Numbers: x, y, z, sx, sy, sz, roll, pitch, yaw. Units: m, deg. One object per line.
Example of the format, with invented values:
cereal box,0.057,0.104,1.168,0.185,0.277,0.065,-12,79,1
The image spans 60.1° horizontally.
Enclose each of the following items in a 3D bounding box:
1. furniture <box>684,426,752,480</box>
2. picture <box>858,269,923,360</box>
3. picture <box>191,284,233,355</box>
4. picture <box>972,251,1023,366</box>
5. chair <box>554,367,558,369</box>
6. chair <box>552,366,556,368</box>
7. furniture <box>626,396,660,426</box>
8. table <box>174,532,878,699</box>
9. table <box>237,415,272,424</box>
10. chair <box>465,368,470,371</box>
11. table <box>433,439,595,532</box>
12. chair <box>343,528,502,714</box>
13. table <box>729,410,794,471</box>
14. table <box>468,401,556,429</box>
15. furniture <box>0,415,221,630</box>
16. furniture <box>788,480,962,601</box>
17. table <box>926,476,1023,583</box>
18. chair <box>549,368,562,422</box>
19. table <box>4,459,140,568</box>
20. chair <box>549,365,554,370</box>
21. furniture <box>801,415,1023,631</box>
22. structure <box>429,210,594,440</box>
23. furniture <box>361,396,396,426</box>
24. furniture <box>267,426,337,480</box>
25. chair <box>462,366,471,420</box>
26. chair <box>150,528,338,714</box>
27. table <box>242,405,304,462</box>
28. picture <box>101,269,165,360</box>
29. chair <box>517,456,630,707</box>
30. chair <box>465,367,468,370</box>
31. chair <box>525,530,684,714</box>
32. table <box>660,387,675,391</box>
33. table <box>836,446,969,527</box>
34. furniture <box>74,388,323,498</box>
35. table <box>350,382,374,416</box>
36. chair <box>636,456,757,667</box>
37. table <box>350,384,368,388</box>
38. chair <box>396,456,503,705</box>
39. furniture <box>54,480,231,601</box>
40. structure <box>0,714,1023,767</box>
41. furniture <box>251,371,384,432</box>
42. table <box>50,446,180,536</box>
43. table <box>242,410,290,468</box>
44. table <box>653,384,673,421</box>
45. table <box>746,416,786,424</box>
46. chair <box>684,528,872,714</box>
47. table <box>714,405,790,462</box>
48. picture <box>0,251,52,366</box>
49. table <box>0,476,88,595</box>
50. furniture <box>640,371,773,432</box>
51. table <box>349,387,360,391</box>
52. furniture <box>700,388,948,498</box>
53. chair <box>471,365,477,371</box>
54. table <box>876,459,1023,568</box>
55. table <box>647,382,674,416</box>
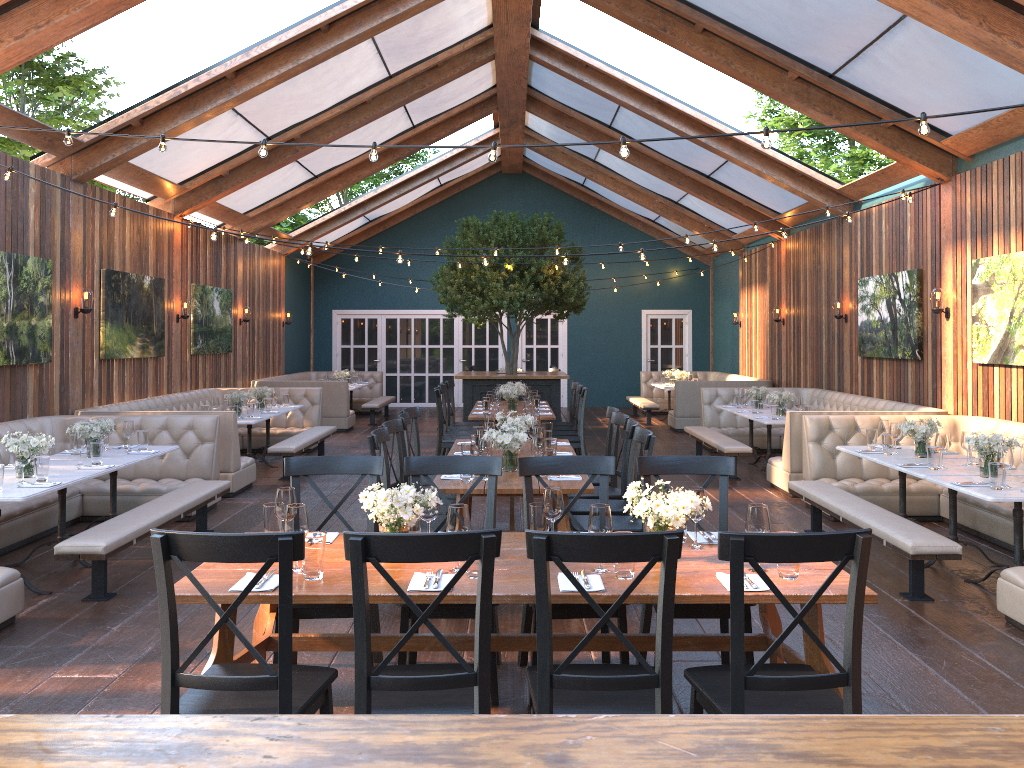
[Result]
furniture,2.482,0.821,10.844,0.313,0.399,2.331,0,3,0
picture,4.451,-0.805,10.485,0.065,0.998,1.651,0,2,0
picture,-4.467,-0.952,13.233,0.065,0.998,1.651,0,2,0
picture,4.457,-0.656,7.695,0.065,0.998,1.651,0,2,0
chair,0.628,0.200,16.662,0.539,1.021,0.477,0,0,0
chair,0.628,0.170,17.223,0.539,1.021,0.477,0,0,5
furniture,2.482,0.497,16.917,0.313,0.399,2.331,0,3,0
table,0.025,1.051,3.462,2.430,0.730,0.951,0,2,0
table,-3.218,0.729,10.030,0.798,0.672,0.799,0,1,-1
chair,-0.608,0.230,16.102,0.539,1.021,0.477,0,0,0
table,0.000,0.899,6.293,0.950,0.730,2.433,0,3,0
chair,-0.282,0.939,2.829,0.477,1.021,0.539,0,0,-5
table,3.154,0.685,10.846,0.798,0.672,0.799,0,1,0
table,0.000,0.659,10.804,0.950,0.730,2.433,0,3,0
furniture,-3.607,0.833,6.317,1.709,0.859,4.162,0,3,0
furniture,2.482,1.063,6.325,0.313,0.399,2.331,0,3,0
table,3.154,0.970,5.511,0.798,0.672,0.799,0,1,-1
chair,0.608,0.231,16.085,0.539,1.021,0.477,0,0,-17
table,-3.218,0.926,6.327,0.798,0.672,0.799,0,1,0
chair,0.628,0.141,17.782,0.539,1.021,0.477,0,0,-5
furniture,3.593,0.832,6.323,1.709,0.859,4.162,0,3,0
structure,0.009,-1.024,14.535,2.714,3.699,2.852,0,1,9
furniture,-2.529,0.497,16.917,0.313,0.399,2.331,0,3,0
furniture,-2.529,0.821,10.844,0.313,0.399,2.331,0,3,0
chair,-0.671,0.171,17.222,0.539,1.021,0.477,0,0,5
chair,-0.842,0.939,2.829,0.477,1.021,0.539,0,0,5
table,-3.218,0.641,11.662,0.798,0.672,0.799,0,1,-1
picture,-4.460,-0.805,10.490,0.065,0.998,1.651,0,2,0
chair,0.279,0.872,4.090,0.477,1.021,0.539,0,0,-5
chair,-0.656,0.200,16.663,0.539,1.021,0.477,0,0,-5
chair,0.278,0.939,2.829,0.477,1.021,0.539,0,0,0
table,3.154,0.405,16.092,0.798,0.672,0.799,0,1,-1
table,3.154,0.883,7.143,0.798,0.672,0.799,0,1,-1
furniture,-3.607,0.591,10.850,1.709,0.859,4.162,0,3,0
table,-3.218,0.318,17.724,0.798,0.672,0.799,0,1,-1
chair,0.839,0.872,4.090,0.477,1.021,0.539,0,0,0
table,-3.218,0.361,16.908,0.798,0.672,0.799,0,1,0
chair,-0.282,0.872,4.090,0.477,1.021,0.539,0,0,0
furniture,-2.529,1.063,6.325,0.313,0.399,2.331,0,3,0
structure,1.083,0.945,0.325,6.800,1.276,0.857,0,0,0
furniture,-3.607,0.268,16.900,1.709,0.859,4.162,0,3,0
table,-3.218,0.883,7.143,0.798,0.672,0.799,0,1,-1
table,-3.218,0.685,10.846,0.798,0.672,0.799,0,1,0
table,3.154,0.361,16.908,0.798,0.672,0.799,0,1,0
table,3.154,0.729,10.030,0.798,0.672,0.799,0,1,-1
chair,0.838,0.939,2.829,0.477,1.021,0.539,0,0,-5
table,3.154,0.641,11.662,0.798,0.672,0.799,0,1,-1
picture,-4.454,-0.656,7.700,0.065,0.998,1.651,0,2,0
table,-3.218,0.970,5.511,0.798,0.672,0.799,0,1,-1
furniture,3.593,0.268,16.886,1.709,0.859,4.162,0,3,0
table,-3.218,0.405,16.092,0.798,0.672,0.799,0,1,-1
furniture,3.593,0.591,10.846,1.709,0.859,4.162,0,3,0
chair,-0.591,0.141,17.782,0.539,1.021,0.477,0,0,5
table,3.154,0.926,6.327,0.798,0.672,0.799,0,1,0
table,3.154,0.318,17.724,0.798,0.672,0.799,0,1,-1
